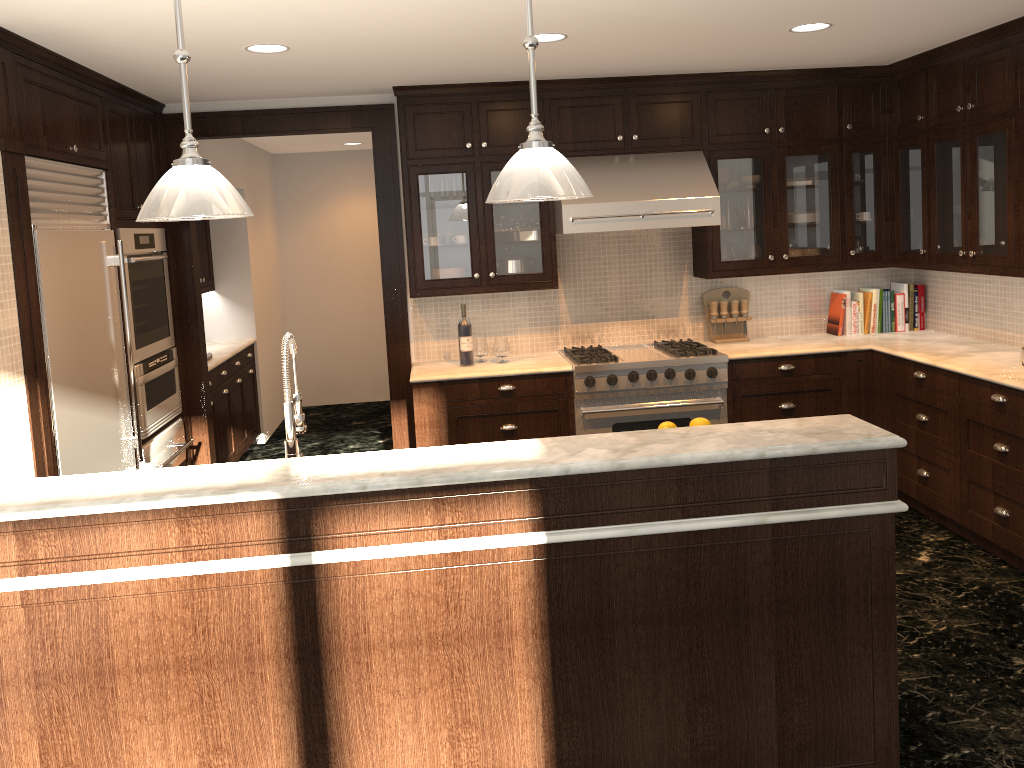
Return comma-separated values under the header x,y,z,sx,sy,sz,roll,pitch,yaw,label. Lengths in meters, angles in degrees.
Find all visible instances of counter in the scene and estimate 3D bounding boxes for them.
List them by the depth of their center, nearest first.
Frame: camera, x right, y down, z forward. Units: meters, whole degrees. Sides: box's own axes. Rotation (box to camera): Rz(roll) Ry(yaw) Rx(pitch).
x,y,z,sx,sy,sz,roll,pitch,yaw,label
-0.337,0.237,2.486,2.855,0.031,0.331,-4,10,-5,counter
-0.367,0.357,2.861,2.869,0.031,1.066,-4,10,-5,counter
1.140,-0.049,4.644,3.368,0.031,2.341,-4,10,-5,counter
-2.438,-0.186,6.543,0.709,0.031,1.876,-4,10,-5,counter

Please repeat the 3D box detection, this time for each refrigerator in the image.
x,y,z,sx,sy,sz,roll,pitch,yaw,label
-2.197,0.086,4.014,0.687,2.104,0.897,-4,6,-5,refrigerator

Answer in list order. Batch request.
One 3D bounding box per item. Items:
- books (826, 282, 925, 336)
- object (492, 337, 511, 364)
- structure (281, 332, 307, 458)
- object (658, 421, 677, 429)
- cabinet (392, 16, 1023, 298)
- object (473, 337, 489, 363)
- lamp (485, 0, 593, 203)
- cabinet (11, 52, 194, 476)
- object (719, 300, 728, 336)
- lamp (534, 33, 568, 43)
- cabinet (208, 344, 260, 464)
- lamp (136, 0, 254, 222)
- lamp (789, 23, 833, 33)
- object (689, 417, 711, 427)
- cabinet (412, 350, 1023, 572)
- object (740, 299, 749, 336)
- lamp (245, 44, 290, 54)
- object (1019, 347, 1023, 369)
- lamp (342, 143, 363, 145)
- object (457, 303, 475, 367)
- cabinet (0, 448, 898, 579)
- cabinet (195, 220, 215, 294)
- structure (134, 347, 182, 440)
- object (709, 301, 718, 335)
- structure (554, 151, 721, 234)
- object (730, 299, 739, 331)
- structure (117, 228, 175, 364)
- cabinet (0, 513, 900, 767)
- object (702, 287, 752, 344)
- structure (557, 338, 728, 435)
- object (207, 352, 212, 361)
x,y,z,sx,sy,sz,roll,pitch,yaw,label
2.378,-0.497,5.792,0.603,0.309,0.196,-4,6,-5,books
-0.063,-0.204,5.377,0.112,0.150,0.113,-5,7,-13,object
-0.703,0.096,2.847,0.051,0.526,0.245,-4,6,-5,structure
0.564,0.172,3.191,0.079,0.073,0.083,-6,8,-17,object
1.082,-1.110,4.558,3.367,1.244,2.332,-4,9,-5,cabinet
-0.197,-0.210,5.453,0.112,0.150,0.113,-5,7,-13,object
0.058,-0.927,2.565,0.317,0.777,0.320,-2,6,9,lamp
-2.244,-0.229,4.403,0.757,2.401,1.861,-4,7,-5,cabinet
1.369,-0.424,5.698,0.061,0.235,0.061,-7,6,-35,object
0.154,-1.661,4.069,0.199,0.135,0.198,-10,11,-39,lamp
-2.090,0.176,6.604,0.057,0.739,1.811,-4,9,-5,cabinet
-0.921,-0.856,2.479,0.317,0.777,0.320,-2,6,9,lamp
1.411,-1.753,4.179,0.198,0.135,0.200,2,10,30,lamp
0.688,0.158,3.218,0.082,0.071,0.082,-2,8,10,object
1.166,0.402,4.683,3.368,0.873,2.341,-4,10,-5,cabinet
1.506,-0.435,5.711,0.061,0.235,0.061,-8,7,-41,object
-1.102,-1.569,3.959,0.197,0.135,0.200,-3,8,0,lamp
2.520,-0.102,4.067,0.318,0.121,0.321,-5,10,-11,object
-1.507,-2.330,8.327,0.198,0.135,0.199,-8,10,-29,lamp
-0.282,-0.298,5.334,0.094,0.375,0.096,-2,5,10,object
-0.343,0.329,2.493,2.837,0.151,0.296,-4,9,-5,cabinet
-2.625,-1.023,6.458,0.433,0.819,1.876,-4,9,-5,cabinet
-2.274,0.060,4.900,0.665,0.385,0.771,-4,9,-5,structure
1.303,-0.424,5.692,0.061,0.227,0.061,-6,6,-23,object
0.717,-1.178,5.364,0.931,0.473,0.646,-4,8,-5,structure
1.440,-0.435,5.705,0.061,0.224,0.061,-7,6,-35,object
-2.260,-0.491,4.857,0.614,0.695,0.765,-4,8,-5,structure
-0.339,0.792,2.903,2.848,0.906,1.036,-4,8,-5,cabinet
1.403,-0.447,5.710,0.316,0.346,0.111,-4,5,-5,object
0.797,0.197,5.455,0.906,0.831,0.726,-4,7,-5,structure
-2.379,-0.345,6.213,0.447,0.403,0.347,-4,7,-5,object
